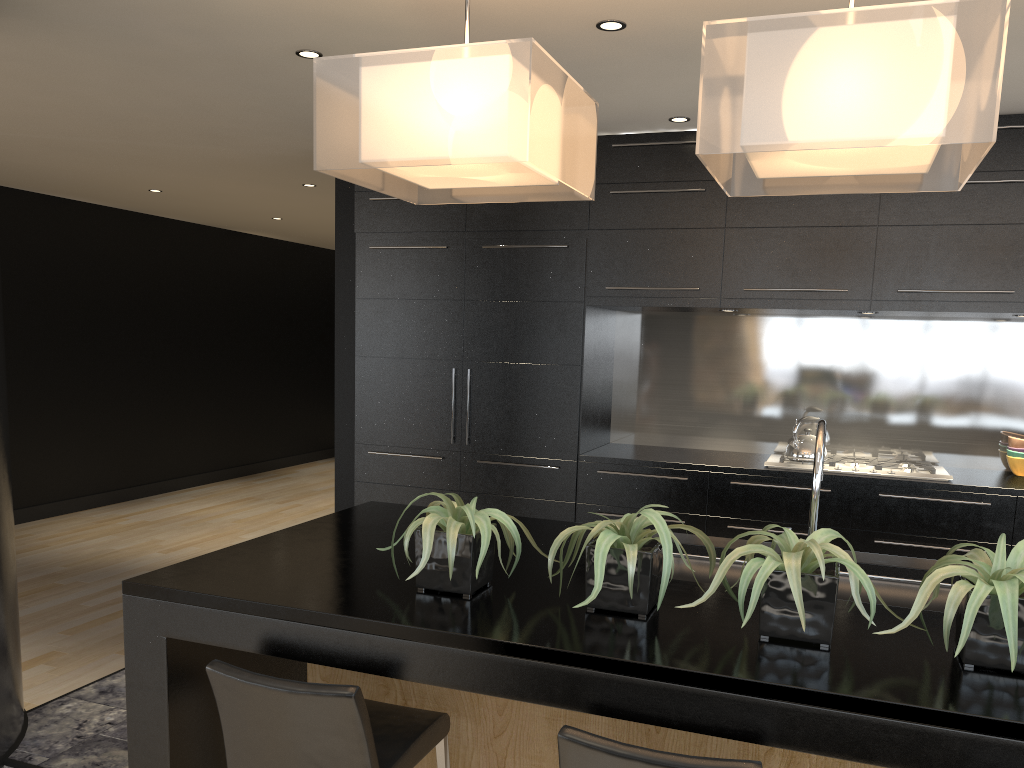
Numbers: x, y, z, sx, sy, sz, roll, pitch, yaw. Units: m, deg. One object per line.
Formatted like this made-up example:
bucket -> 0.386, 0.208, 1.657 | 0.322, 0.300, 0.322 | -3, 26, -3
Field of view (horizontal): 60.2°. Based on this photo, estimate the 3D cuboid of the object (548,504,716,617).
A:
object -> 0.222, 0.384, 1.971 | 0.405, 0.242, 0.395 | -3, 6, -45

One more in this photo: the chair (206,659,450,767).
chair -> -0.414, 1.074, 2.111 | 0.475, 0.975, 0.514 | 4, 8, 20

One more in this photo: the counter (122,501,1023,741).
counter -> 0.743, 0.531, 2.096 | 3.108, 0.032, 1.171 | 3, 3, 20

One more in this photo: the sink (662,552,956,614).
sink -> 0.784, 0.615, 2.347 | 0.920, 0.161, 0.457 | 3, 4, 20

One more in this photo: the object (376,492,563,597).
object -> -0.153, 0.364, 2.135 | 0.396, 0.242, 0.404 | -3, 6, -45

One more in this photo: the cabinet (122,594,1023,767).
cabinet -> 0.727, 1.066, 2.174 | 3.108, 1.050, 1.170 | 3, 5, 20

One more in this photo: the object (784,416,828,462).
object -> 1.576, 0.286, 4.712 | 0.221, 0.232, 0.219 | 3, 6, 13

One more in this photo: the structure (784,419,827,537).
structure -> 0.844, 0.592, 2.380 | 2.770, 1.031, 0.649 | 3, 7, 20

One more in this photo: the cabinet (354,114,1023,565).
cabinet -> 1.846, 0.010, 4.652 | 5.715, 2.556, 0.721 | 3, 8, 20

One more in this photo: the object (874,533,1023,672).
object -> 0.973, 0.423, 1.672 | 0.396, 0.242, 0.404 | -3, 6, -45

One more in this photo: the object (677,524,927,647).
object -> 0.619, 0.416, 1.801 | 0.396, 0.219, 0.404 | -2, 6, -45

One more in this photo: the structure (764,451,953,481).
structure -> 1.833, 0.442, 4.721 | 0.898, 0.067, 0.516 | 3, 3, 20

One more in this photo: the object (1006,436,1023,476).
object -> 2.703, 0.381, 4.623 | 0.204, 0.208, 0.183 | 4, 6, 21

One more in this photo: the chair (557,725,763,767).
chair -> 0.322, 1.111, 1.841 | 0.475, 0.975, 0.514 | 4, 8, 20

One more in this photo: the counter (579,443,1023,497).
counter -> 1.840, 0.465, 4.742 | 2.854, 0.034, 0.725 | 3, 3, 20
